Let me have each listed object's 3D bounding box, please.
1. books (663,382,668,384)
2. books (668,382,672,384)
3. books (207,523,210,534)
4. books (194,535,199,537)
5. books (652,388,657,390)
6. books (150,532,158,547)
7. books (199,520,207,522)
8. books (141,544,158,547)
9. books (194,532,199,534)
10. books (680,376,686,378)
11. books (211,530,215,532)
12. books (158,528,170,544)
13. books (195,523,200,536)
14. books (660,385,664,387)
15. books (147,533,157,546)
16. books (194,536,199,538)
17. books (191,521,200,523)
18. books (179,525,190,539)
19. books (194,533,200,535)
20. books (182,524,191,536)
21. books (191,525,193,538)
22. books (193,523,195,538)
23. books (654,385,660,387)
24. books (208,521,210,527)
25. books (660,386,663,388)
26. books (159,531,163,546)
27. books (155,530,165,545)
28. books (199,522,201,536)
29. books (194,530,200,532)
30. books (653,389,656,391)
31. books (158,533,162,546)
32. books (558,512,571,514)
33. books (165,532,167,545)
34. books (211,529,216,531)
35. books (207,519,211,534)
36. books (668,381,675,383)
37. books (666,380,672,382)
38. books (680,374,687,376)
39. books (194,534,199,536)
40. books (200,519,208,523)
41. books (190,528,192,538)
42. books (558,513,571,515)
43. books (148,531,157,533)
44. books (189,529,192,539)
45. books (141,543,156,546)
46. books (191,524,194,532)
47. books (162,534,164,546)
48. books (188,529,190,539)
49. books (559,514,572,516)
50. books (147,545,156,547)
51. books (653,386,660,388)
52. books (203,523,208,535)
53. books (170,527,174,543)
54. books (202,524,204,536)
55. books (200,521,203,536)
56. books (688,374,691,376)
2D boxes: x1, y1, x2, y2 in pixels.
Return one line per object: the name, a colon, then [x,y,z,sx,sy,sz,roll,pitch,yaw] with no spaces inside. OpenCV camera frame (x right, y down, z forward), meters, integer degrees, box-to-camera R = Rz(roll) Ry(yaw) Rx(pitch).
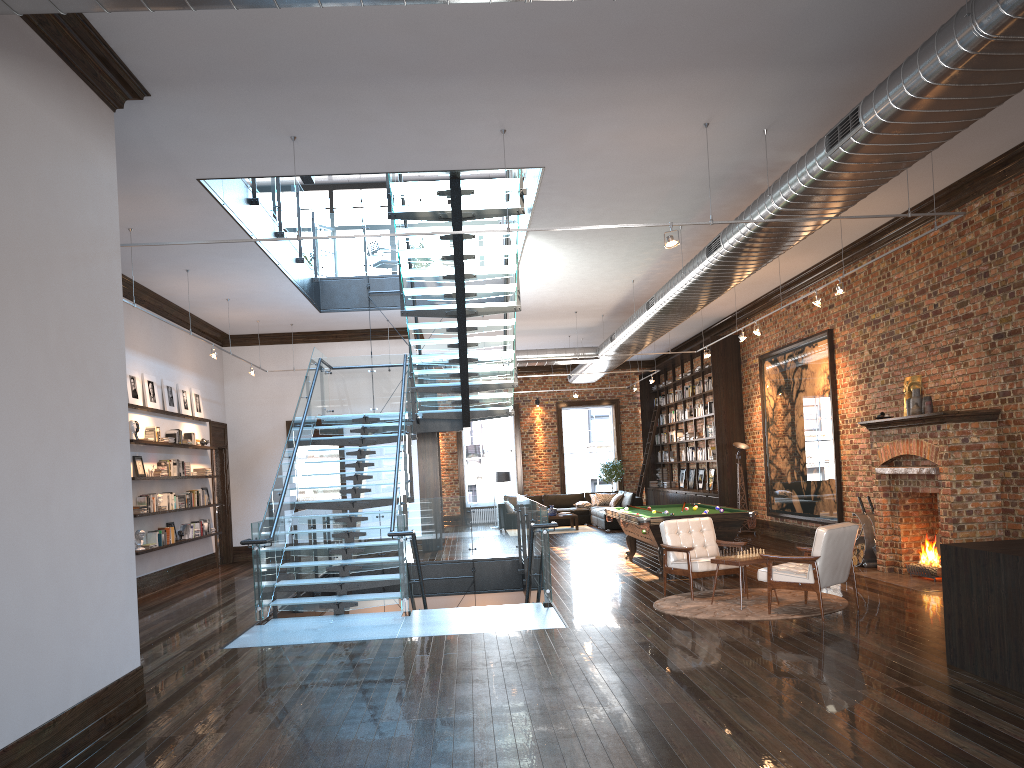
books: [4.196,-0.037,23.757,0.216,0.018,0.378,-3,-5,-5]
books: [4.232,-0.026,23.215,0.206,0.018,0.325,-2,-5,-6]
books: [-5.280,2.487,15.245,0.151,0.197,0.029,-3,-1,-3]
books: [-5.260,2.507,14.600,0.142,0.011,0.256,-3,-5,-1]
books: [4.126,0.132,25.094,0.213,0.014,0.358,-2,-5,-7]
books: [-5.161,2.238,12.746,0.132,0.209,0.024,-3,-1,-3]
books: [-5.299,2.458,15.223,0.122,0.252,0.013,-3,-1,-3]
books: [-5.151,2.288,12.572,0.141,0.011,0.288,-3,-5,0]
books: [-5.267,2.455,14.600,0.141,0.011,0.286,-3,-5,-3]
books: [4.296,-0.171,21.928,0.219,0.016,0.368,-3,-5,-2]
books: [-5.305,2.580,15.537,0.155,0.015,0.211,-3,-5,-3]
books: [-5.172,2.261,13.172,0.176,0.244,0.082,-3,-1,-3]
books: [-5.268,2.427,14.757,0.142,0.224,0.012,-3,-1,-3]
books: [4.170,0.040,24.148,0.229,0.033,0.274,-3,-5,1]
books: [-5.166,2.240,12.728,0.131,0.203,0.011,-3,-1,-3]
books: [-5.255,2.518,14.600,0.142,0.011,0.257,-2,-5,-7]
books: [-5.278,2.416,14.803,0.134,0.254,0.011,-3,-1,-3]
books: [-5.240,2.371,14.192,0.141,0.223,0.136,-3,-2,-3]
books: [-5.255,2.475,14.601,0.141,0.011,0.289,-3,-5,1]
books: [-5.246,2.371,14.243,0.146,0.234,0.143,-3,-2,-3]
books: [-5.238,2.397,14.352,0.151,0.207,0.085,-3,-1,-3]
books: [-5.239,2.387,14.396,0.165,0.235,0.095,-3,-1,-3]
books: [4.140,0.053,25.096,0.190,0.017,0.301,-3,-5,-5]
books: [-5.293,2.478,15.326,0.139,0.231,0.051,-3,-1,-3]
books: [4.183,0.089,24.148,0.227,0.035,0.304,-3,-5,-3]
books: [-5.162,2.245,12.888,0.152,0.221,0.011,-3,-1,-3]
books: [-5.175,2.257,13.022,0.140,0.225,0.060,-3,-1,-3]
books: [-5.266,2.425,14.769,0.162,0.230,0.011,-3,-1,-3]
books: [-5.258,2.423,14.601,0.141,0.011,0.289,-3,-5,1]
books: [4.130,0.163,25.094,0.216,0.014,0.336,-3,-5,0]
books: [-5.144,2.255,12.805,0.167,0.183,0.029,-3,-1,-3]
books: [1.269,3.124,21.419,0.206,0.028,0.262,-6,-6,29]
books: [-5.169,2.282,13.067,0.152,0.183,0.030,-3,-1,-3]
books: [-5.304,2.566,15.551,0.159,0.014,0.184,-3,-5,-3]
books: [-5.300,2.469,15.363,0.156,0.258,0.042,-3,-1,-3]
books: [4.216,-0.051,23.214,0.232,0.006,0.290,-2,-5,-7]
books: [4.207,-0.072,23.758,0.192,0.007,0.366,-3,-5,-1]
books: [4.294,-0.224,21.929,0.199,0.017,0.304,-2,-5,-8]
books: [-5.263,2.486,14.600,0.141,0.011,0.287,-3,-5,-4]
books: [-5.310,2.462,15.299,0.130,0.262,0.060,-3,-1,-3]
books: [-5.245,2.419,14.324,0.152,0.164,0.079,-3,-1,-3]
books: [1.268,3.151,21.426,0.206,0.024,0.262,-6,-6,31]
books: [-5.169,2.233,12.774,0.126,0.225,0.031,-3,-1,-3]
books: [-5.239,2.413,14.285,0.137,0.158,0.108,-3,-2,-3]
books: [-5.157,2.278,12.572,0.142,0.011,0.256,-3,-5,-2]
books: [-5.246,2.390,14.375,0.157,0.232,0.107,-3,-1,-3]
books: [-5.151,2.273,12.909,0.166,0.168,0.029,-3,-1,-3]
books: [-5.234,2.408,14.188,0.136,0.155,0.104,-3,-2,-3]
books: [1.268,3.119,21.078,0.261,0.024,0.206,0,-6,-26]
books: [-5.153,2.299,12.572,0.142,0.011,0.257,-2,-5,-6]
books: [4.117,0.091,25.094,0.230,0.015,0.314,-2,-5,-7]
books: [-5.271,2.473,15.096,0.167,0.201,0.096,-3,-1,-3]
books: [-5.180,2.281,13.370,0.168,0.242,0.026,-3,-1,-3]
books: [-5.260,2.448,14.871,0.176,0.202,0.034,-3,-1,-3]
books: [-5.269,2.424,14.848,0.164,0.246,0.011,-3,-1,-3]
books: [4.325,-0.209,21.198,0.228,0.011,0.374,-3,-5,0]
